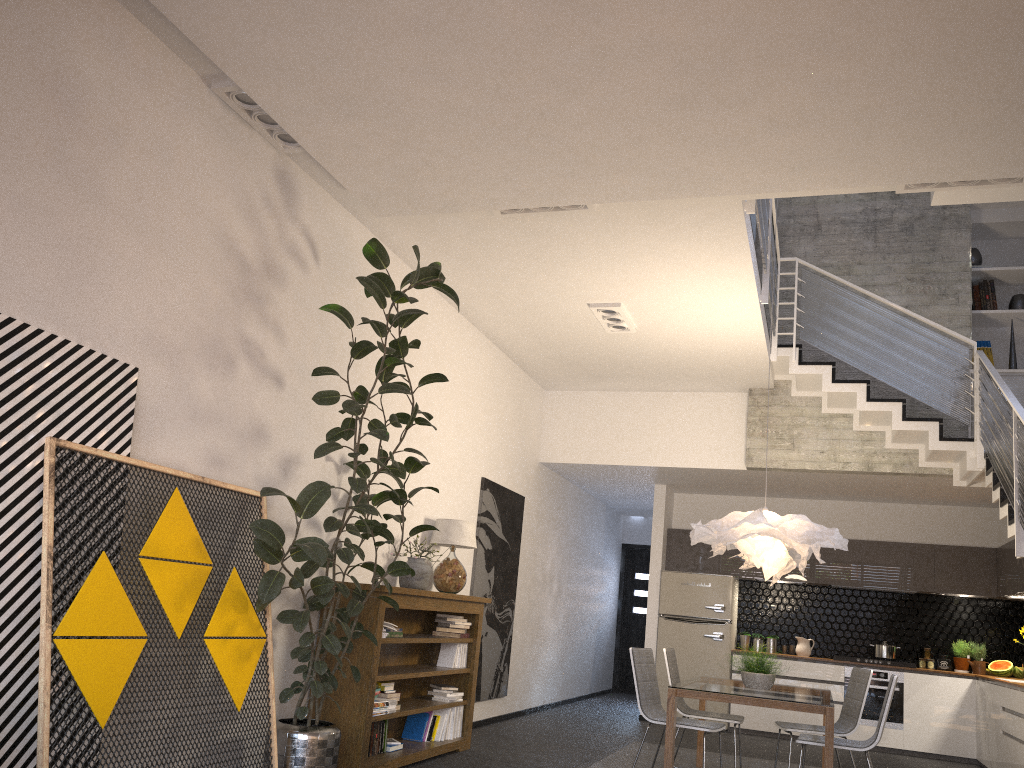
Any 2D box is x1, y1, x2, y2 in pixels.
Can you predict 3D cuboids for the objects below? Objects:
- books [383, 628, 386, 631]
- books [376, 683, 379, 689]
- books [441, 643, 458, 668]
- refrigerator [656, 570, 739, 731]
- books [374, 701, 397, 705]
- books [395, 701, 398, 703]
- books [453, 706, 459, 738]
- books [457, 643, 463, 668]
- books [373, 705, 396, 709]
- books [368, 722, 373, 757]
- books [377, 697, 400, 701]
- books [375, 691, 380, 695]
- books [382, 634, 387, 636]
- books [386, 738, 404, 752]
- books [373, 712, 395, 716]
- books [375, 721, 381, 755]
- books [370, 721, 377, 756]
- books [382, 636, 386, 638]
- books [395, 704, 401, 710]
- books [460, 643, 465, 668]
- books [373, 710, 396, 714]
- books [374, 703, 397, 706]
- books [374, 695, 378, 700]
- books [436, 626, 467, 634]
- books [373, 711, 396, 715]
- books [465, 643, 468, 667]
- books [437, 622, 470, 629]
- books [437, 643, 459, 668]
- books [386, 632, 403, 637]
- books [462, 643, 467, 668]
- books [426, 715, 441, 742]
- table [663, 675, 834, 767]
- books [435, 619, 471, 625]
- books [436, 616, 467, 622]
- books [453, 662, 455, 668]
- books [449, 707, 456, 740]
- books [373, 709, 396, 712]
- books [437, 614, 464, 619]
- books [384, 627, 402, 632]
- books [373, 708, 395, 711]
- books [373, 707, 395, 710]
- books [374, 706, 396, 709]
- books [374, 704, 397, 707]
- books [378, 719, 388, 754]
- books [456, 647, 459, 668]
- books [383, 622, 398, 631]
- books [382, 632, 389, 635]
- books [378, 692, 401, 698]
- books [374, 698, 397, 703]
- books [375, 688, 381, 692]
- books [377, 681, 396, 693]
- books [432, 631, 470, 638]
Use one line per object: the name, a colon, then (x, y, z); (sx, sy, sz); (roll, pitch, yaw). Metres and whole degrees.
books: (-0.950, 1.583, 5.751); (0.253, 0.011, 0.322); (8, -14, -8)
books: (-0.975, 1.953, 5.731); (0.193, 0.027, 0.248); (6, -14, 0)
books: (-0.496, 2.112, 6.911); (0.136, 0.186, 0.018); (1, -12, 19)
refrigerator: (2.147, 3.082, 10.312); (0.829, 1.693, 0.778); (1, -13, 19)
books: (-0.910, 2.030, 5.669); (0.218, 0.007, 0.308); (-1, -16, 24)
books: (-0.900, 2.121, 5.921); (0.227, 0.023, 0.168); (1, -15, 17)
books: (-0.504, 2.610, 6.870); (0.174, 0.241, 0.019); (1, -12, 19)
books: (-0.462, 2.122, 6.937); (0.136, 0.186, 0.018); (1, -12, 19)
books: (-0.909, 2.050, 5.660); (0.218, 0.008, 0.291); (-1, -15, 23)
books: (-0.989, 2.270, 5.711); (0.171, 0.238, 0.056); (1, -12, 19)
books: (-0.902, 2.101, 5.939); (0.243, 0.023, 0.177); (-2, -16, 26)
books: (-0.963, 1.991, 5.713); (0.175, 0.023, 0.252); (4, -14, 5)
books: (-0.948, 1.617, 5.755); (0.253, 0.011, 0.322); (8, -14, -10)
books: (-0.860, 2.457, 6.029); (0.271, 0.049, 0.260); (12, -16, -24)
books: (-0.912, 2.092, 5.646); (0.218, 0.008, 0.308); (1, -15, 19)
books: (-0.954, 2.300, 5.814); (0.171, 0.238, 0.085); (1, -12, 19)
books: (-0.974, 2.292, 5.757); (0.171, 0.222, 0.084); (1, -13, 19)
books: (-0.946, 1.625, 5.743); (0.253, 0.011, 0.322); (7, -14, -6)
books: (-0.893, 2.151, 5.919); (0.243, 0.033, 0.182); (0, -15, 21)
books: (-0.447, 2.139, 7.000); (0.135, 0.187, 0.015); (1, -12, 19)
books: (-0.911, 2.077, 5.649); (0.218, 0.008, 0.308); (-1, -16, 24)
books: (-0.907, 2.037, 5.665); (0.218, 0.007, 0.308); (-1, -15, 23)
books: (-0.965, 2.013, 5.709); (0.175, 0.023, 0.252); (5, -14, 1)
books: (2.003, -0.770, 8.834); (5.419, 6.636, 0.362); (13, -13, -29)
books: (-0.912, 2.084, 5.646); (0.218, 0.007, 0.308); (-1, -16, 24)
books: (-0.422, 2.160, 7.073); (0.135, 0.187, 0.031); (1, -12, 19)
books: (-0.464, 1.917, 7.030); (0.180, 0.029, 0.227); (13, -16, -27)
books: (-0.498, 2.099, 6.852); (0.135, 0.180, 0.079); (1, -13, 19)
books: (-0.869, 1.673, 5.942); (0.179, 0.033, 0.246); (0, -15, 22)
books: (-0.431, 2.153, 7.051); (0.136, 0.186, 0.018); (1, -12, 19)
books: (-0.633, 2.563, 6.604); (0.146, 0.181, 0.149); (0, -14, 22)
table: (1.719, 2.513, 6.241); (0.997, 0.706, 1.821); (1, -15, 19)
books: (-0.469, 1.893, 7.035); (0.244, 0.019, 0.176); (-8, -20, 43)
books: (-0.484, 1.867, 7.026); (0.175, 0.023, 0.245); (12, -16, -24)
books: (-0.494, 2.116, 6.868); (0.120, 0.156, 0.057); (1, -13, 19)
books: (-0.522, 2.588, 6.789); (0.175, 0.240, 0.024); (1, -12, 19)
books: (-0.910, 2.069, 5.649); (0.218, 0.012, 0.308); (-1, -16, 24)
books: (-0.489, 1.845, 7.032); (0.205, 0.022, 0.157); (4, -14, 5)
books: (-0.863, 1.643, 5.938); (0.166, 0.023, 0.230); (-1, -15, 23)
books: (-0.915, 2.064, 5.653); (0.218, 0.008, 0.291); (-1, -16, 25)
books: (-0.915, 2.059, 5.654); (0.218, 0.008, 0.291); (-1, -16, 25)
books: (-0.912, 2.056, 5.663); (0.218, 0.006, 0.308); (-1, -16, 24)
books: (-0.906, 2.044, 5.663); (0.218, 0.007, 0.308); (-1, -15, 23)
books: (-0.920, 2.319, 5.877); (0.167, 0.239, 0.105); (1, -13, 19)
books: (-0.476, 2.131, 6.921); (0.120, 0.157, 0.016); (1, -12, 19)
books: (-0.945, 1.564, 5.813); (0.274, 0.108, 0.324); (15, -17, -34)
books: (-0.950, 1.611, 5.775); (0.253, 0.011, 0.321); (9, -15, -13)
books: (-0.889, 2.077, 5.945); (0.225, 0.029, 0.181); (0, -15, 22)
books: (-0.908, 2.022, 5.671); (0.218, 0.012, 0.308); (-1, -16, 24)
books: (-0.976, 1.974, 5.728); (0.192, 0.014, 0.258); (3, -14, 8)
books: (-0.903, 2.028, 5.955); (0.216, 0.068, 0.159); (-2, -16, 29)
books: (-0.478, 1.967, 6.955); (0.230, 0.034, 0.289); (2, -15, 12)
